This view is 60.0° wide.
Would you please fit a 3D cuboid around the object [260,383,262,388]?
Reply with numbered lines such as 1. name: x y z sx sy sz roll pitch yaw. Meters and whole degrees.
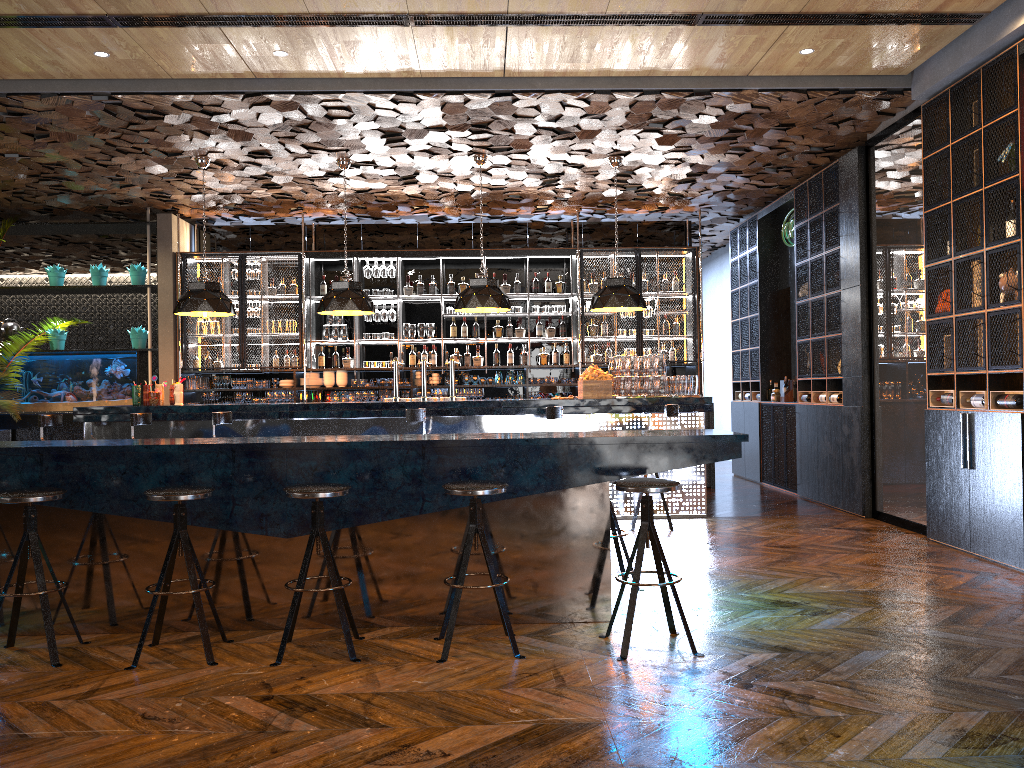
1. object: -3.198 0.007 11.418 0.078 0.099 0.078 -1 -1 -35

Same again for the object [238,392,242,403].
1. object: -3.509 0.215 11.405 0.088 0.229 0.077 -1 -1 -42

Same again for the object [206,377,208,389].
1. object: -3.972 -0.009 11.496 0.051 0.152 0.058 -1 0 24

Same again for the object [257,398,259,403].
1. object: -3.308 0.254 11.477 0.065 0.146 0.074 -1 0 10

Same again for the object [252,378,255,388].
1. object: -3.373 -0.006 11.502 0.074 0.131 0.074 -1 0 11

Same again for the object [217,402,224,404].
1. object: -3.721 0.281 11.320 0.093 0.101 0.093 -1 -1 -34

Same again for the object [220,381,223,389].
1. object: -3.790 -0.019 11.546 0.087 0.170 0.087 -1 -1 -41

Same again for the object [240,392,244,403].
1. object: -3.515 0.216 11.486 0.077 0.229 0.088 -1 0 14

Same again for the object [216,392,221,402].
1. object: -3.834 0.222 11.540 0.091 0.227 0.091 -1 -1 -39

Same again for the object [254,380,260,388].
1. object: -3.262 0.006 11.333 0.078 0.103 0.078 -1 -1 41

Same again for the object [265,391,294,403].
1. object: -2.982 0.209 11.430 0.376 0.227 0.186 -1 0 -3

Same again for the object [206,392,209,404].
1. object: -3.928 0.223 11.427 0.091 0.227 0.091 -1 -1 38

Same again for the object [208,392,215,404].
1. object: -3.833 0.220 11.319 0.091 0.227 0.091 -1 0 21

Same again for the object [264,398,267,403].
1. object: -3.212 0.252 11.487 0.065 0.146 0.074 -1 0 21

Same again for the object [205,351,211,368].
1. object: -3.946 -0.300 11.517 0.075 0.260 0.075 -1 -1 32

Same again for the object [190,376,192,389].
1. object: -4.140 -0.018 11.394 0.067 0.174 0.067 -1 -1 38

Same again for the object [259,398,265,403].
1. object: -3.207 0.252 11.381 0.074 0.146 0.065 -1 0 -8

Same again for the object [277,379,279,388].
1. object: -3.086 -0.010 11.601 0.074 0.131 0.074 -1 0 11

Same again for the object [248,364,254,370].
1. object: -3.410 -0.217 11.575 0.077 0.080 0.077 -1 -1 -36

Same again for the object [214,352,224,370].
1. object: -3.809 -0.293 11.531 0.108 0.244 0.108 -1 0 12

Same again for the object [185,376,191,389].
1. object: -4.140 -0.019 11.319 0.067 0.174 0.067 -1 0 6

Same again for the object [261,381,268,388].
1. object: -3.163 0.006 11.329 0.078 0.099 0.078 -1 -1 -35

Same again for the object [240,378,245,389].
1. object: -3.494 -0.006 11.456 0.081 0.132 0.081 -1 0 -30

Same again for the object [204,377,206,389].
1. object: -3.973 -0.009 11.437 0.058 0.152 0.051 -1 -1 -40

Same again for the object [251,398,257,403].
1. object: -3.303 0.253 11.373 0.074 0.146 0.065 -1 0 -25

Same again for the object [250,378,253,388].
1. object: -3.370 -0.007 11.415 0.074 0.131 0.074 -1 0 11

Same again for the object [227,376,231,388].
1. object: -3.700 -0.020 11.538 0.087 0.170 0.087 -1 -1 -41

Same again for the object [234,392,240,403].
1. object: -3.507 0.214 11.313 0.088 0.229 0.077 -1 0 12

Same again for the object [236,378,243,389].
1. object: -3.487 -0.007 11.336 0.081 0.132 0.081 -1 0 -30

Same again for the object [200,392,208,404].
1. object: -3.927 0.222 11.318 0.091 0.227 0.091 -1 -1 -39

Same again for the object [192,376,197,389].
1. object: -4.061 -0.020 11.333 0.067 0.174 0.067 -1 -1 37

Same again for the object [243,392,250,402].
1. object: -3.408 0.214 11.404 0.088 0.229 0.077 -1 0 -2

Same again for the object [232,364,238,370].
1. object: -3.589 -0.215 11.495 0.077 0.080 0.077 -1 -1 38

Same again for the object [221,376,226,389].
1. object: -3.695 -0.022 11.393 0.087 0.170 0.087 -1 -1 -41

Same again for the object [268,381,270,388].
1. object: -3.199 0.008 11.595 0.078 0.099 0.078 -1 -1 -35

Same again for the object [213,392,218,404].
1. object: -3.834 0.221 11.423 0.091 0.227 0.091 -1 -1 -39

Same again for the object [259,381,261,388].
1. object: -3.293 0.007 11.507 0.078 0.103 0.078 -1 -1 41

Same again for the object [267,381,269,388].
1. object: -3.200 0.008 11.511 0.078 0.099 0.078 -1 -1 -35

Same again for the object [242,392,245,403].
1. object: -3.517 0.217 11.579 0.077 0.229 0.088 -1 0 -27

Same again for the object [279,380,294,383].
1. object: -2.887 -0.021 11.409 0.211 0.060 0.209 -1 -1 43

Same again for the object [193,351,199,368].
1. object: -4.113 -0.297 11.539 0.075 0.261 0.075 -1 -1 -43

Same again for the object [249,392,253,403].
1. object: -3.409 0.214 11.527 0.088 0.229 0.077 -1 0 0

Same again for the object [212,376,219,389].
1. object: -3.783 -0.021 11.310 0.087 0.170 0.087 -1 -1 -41

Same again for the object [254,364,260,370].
1. object: -3.316 -0.219 11.522 0.077 0.080 0.077 -1 0 -14

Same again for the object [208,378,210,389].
1. object: -3.988 -0.007 11.612 0.051 0.152 0.058 -1 -1 -41

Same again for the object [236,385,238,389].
1. object: -3.577 -0.004 11.532 0.081 0.132 0.081 -1 0 -30

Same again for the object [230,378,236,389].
1. object: -3.572 -0.005 11.385 0.081 0.132 0.081 -1 0 -30

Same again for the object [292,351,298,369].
1. object: -2.838 -0.317 11.580 0.075 0.260 0.075 -1 -1 -43

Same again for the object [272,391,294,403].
1. object: -2.988 0.210 11.626 0.376 0.227 0.186 -1 0 -3

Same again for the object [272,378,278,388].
1. object: -3.051 -0.012 11.425 0.074 0.131 0.074 -1 0 11

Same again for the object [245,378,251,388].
1. object: -3.370 -0.007 11.328 0.074 0.131 0.074 -1 0 11

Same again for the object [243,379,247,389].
1. object: -3.495 -0.005 11.585 0.081 0.132 0.081 -1 0 -30

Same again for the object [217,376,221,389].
1. object: -3.786 -0.020 11.428 0.087 0.170 0.087 -1 -1 -41

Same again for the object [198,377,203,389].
1. object: -3.978 -0.010 11.316 0.051 0.152 0.058 -1 0 3

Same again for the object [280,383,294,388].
1. object: -2.887 0.020 11.409 0.211 0.060 0.209 -1 -1 -42

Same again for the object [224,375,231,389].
1. object: -3.631 -0.023 11.304 0.087 0.170 0.087 -1 -1 -41
